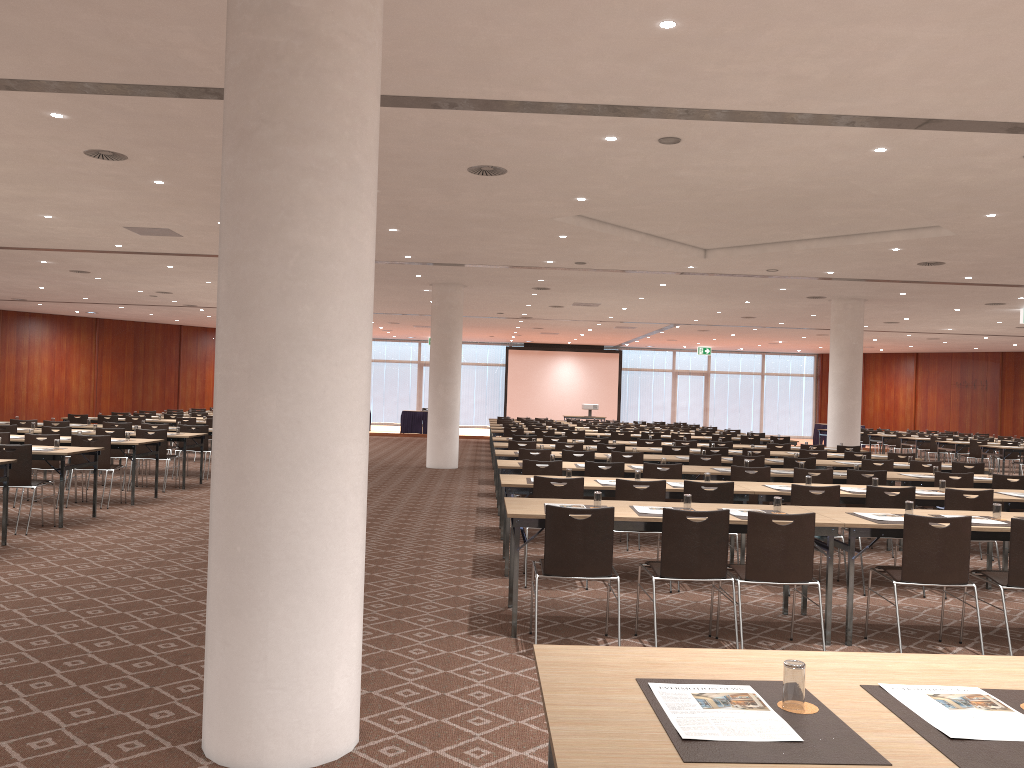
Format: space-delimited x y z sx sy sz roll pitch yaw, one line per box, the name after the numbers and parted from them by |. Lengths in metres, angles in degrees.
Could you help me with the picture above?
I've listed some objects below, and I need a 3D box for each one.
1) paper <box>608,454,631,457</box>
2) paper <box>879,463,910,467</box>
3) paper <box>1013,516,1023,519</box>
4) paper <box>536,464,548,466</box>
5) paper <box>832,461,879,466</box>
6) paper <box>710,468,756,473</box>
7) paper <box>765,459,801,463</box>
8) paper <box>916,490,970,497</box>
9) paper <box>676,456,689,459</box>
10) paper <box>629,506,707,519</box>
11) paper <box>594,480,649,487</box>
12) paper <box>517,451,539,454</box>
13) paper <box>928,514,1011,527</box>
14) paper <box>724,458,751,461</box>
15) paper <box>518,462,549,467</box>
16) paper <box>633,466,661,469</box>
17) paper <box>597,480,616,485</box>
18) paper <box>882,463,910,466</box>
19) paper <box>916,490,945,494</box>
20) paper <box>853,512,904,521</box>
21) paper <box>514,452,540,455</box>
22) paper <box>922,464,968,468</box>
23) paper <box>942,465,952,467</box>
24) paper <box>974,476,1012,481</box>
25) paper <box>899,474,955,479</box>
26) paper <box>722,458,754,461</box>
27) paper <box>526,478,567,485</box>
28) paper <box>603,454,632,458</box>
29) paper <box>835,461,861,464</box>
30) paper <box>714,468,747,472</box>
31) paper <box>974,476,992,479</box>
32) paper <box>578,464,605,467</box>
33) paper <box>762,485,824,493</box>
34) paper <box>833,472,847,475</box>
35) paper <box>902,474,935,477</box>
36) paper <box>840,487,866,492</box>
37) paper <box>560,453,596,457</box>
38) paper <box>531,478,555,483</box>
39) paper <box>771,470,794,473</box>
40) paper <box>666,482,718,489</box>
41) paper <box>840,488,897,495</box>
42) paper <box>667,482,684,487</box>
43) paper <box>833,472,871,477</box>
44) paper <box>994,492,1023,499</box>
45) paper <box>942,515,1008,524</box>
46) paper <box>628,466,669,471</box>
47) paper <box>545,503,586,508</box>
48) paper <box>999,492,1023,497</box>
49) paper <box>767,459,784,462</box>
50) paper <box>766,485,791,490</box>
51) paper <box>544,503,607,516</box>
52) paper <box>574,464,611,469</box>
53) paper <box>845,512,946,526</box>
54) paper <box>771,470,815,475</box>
1.491 0.996 12.309 0.283 0.006 0.398 2 -1 -1 | paper
5.433 1.130 12.383 0.460 0.003 0.565 2 -1 -2 | paper
3.993 0.998 6.371 0.460 0.003 0.565 2 -1 0 | paper
0.272 0.927 10.286 0.283 0.006 0.398 2 -1 0 | paper
4.807 1.109 12.374 0.460 0.003 0.565 2 -1 -2 | paper
2.589 1.007 10.296 0.460 0.003 0.565 2 -1 0 | paper
3.808 1.076 12.335 0.460 0.003 0.565 2 -1 -3 | paper
3.938 1.024 8.345 0.460 0.003 0.565 2 -1 -2 | paper
2.462 1.028 12.374 0.283 0.006 0.398 2 -1 0 | paper
1.089 0.901 6.254 0.460 0.003 0.565 2 -1 1 | paper
1.029 0.928 8.254 0.460 0.003 0.565 2 -1 -3 | paper
0.223 0.954 12.292 0.283 0.006 0.398 2 -1 -1 | paper
3.336 0.976 6.329 0.460 0.003 0.565 2 -1 -2 | paper
3.132 1.050 12.372 0.283 0.006 0.398 2 -1 -4 | paper
0.309 0.931 10.207 0.460 0.003 0.565 2 -1 -3 | paper
1.565 0.970 10.327 0.283 0.006 0.398 2 -1 -4 | paper
0.957 0.922 8.326 0.283 0.006 0.398 2 -1 -1 | paper
5.379 1.125 12.439 0.283 0.006 0.398 2 -1 -4 | paper
3.893 1.020 8.408 0.283 0.006 0.398 2 -1 -2 | paper
2.669 0.951 6.357 0.283 0.006 0.398 2 -1 -3 | paper
0.263 0.958 12.222 0.460 0.003 0.565 2 -1 -2 | paper
6.073 1.151 12.391 0.460 0.003 0.565 2 -1 -3 | paper
6.045 1.148 12.484 0.283 0.006 0.398 2 -1 0 | paper
5.510 1.104 10.387 0.460 0.003 0.565 2 -1 -1 | paper
4.857 1.083 10.368 0.460 0.003 0.565 2 -1 -2 | paper
3.179 1.055 12.291 0.460 0.003 0.565 2 -1 -1 | paper
0.366 0.906 8.242 0.460 0.003 0.565 2 -1 0 | paper
1.532 1.000 12.265 0.460 0.003 0.565 2 -1 -2 | paper
4.735 1.104 12.422 0.283 0.006 0.398 2 -1 -3 | paper
2.544 1.003 10.374 0.283 0.006 0.398 2 -1 -2 | paper
5.457 1.100 10.438 0.283 0.006 0.398 2 -1 -5 | paper
0.920 0.949 10.311 0.283 0.006 0.398 2 -1 -3 | paper
2.646 0.981 8.289 0.460 0.003 0.565 2 -1 -2 | paper
3.816 1.045 10.382 0.283 0.006 0.398 2 -1 -3 | paper
4.788 1.078 10.433 0.283 0.006 0.398 2 -1 -1 | paper
3.267 0.999 8.385 0.283 0.006 0.398 2 -1 -1 | paper
0.903 0.979 12.250 0.460 0.003 0.565 2 -1 -1 | paper
0.321 0.901 8.308 0.283 0.006 0.398 2 -1 0 | paper
3.170 1.024 10.378 0.283 0.006 0.398 2 -1 -2 | paper
1.697 0.950 8.290 0.460 0.003 0.565 2 -1 1 | paper
3.299 1.003 8.315 0.460 0.003 0.565 2 -1 -3 | paper
1.621 0.944 8.321 0.283 0.006 0.398 2 -1 0 | paper
3.902 1.051 10.349 0.460 0.003 0.565 2 -1 1 | paper
4.896 1.056 8.371 0.460 0.003 0.565 2 -1 0 | paper
3.315 0.972 6.378 0.283 0.006 0.398 2 -1 -1 | paper
1.598 0.974 10.270 0.460 0.003 0.565 2 -1 -1 | paper
0.386 0.875 6.298 0.283 0.006 0.398 2 -1 -2 | paper
4.858 1.052 8.421 0.283 0.006 0.398 2 -1 -2 | paper
3.751 1.071 12.397 0.283 0.006 0.398 2 -1 -2 | paper
2.581 0.976 8.371 0.283 0.006 0.398 2 -1 -1 | paper
0.457 0.880 6.214 0.460 0.003 0.565 2 -1 1 | paper
0.963 0.954 10.276 0.460 0.003 0.565 2 -1 1 | paper
2.698 0.955 6.278 0.460 0.003 0.565 2 -1 -1 | paper
3.222 1.029 10.335 0.460 0.003 0.565 2 -1 0 | paper
